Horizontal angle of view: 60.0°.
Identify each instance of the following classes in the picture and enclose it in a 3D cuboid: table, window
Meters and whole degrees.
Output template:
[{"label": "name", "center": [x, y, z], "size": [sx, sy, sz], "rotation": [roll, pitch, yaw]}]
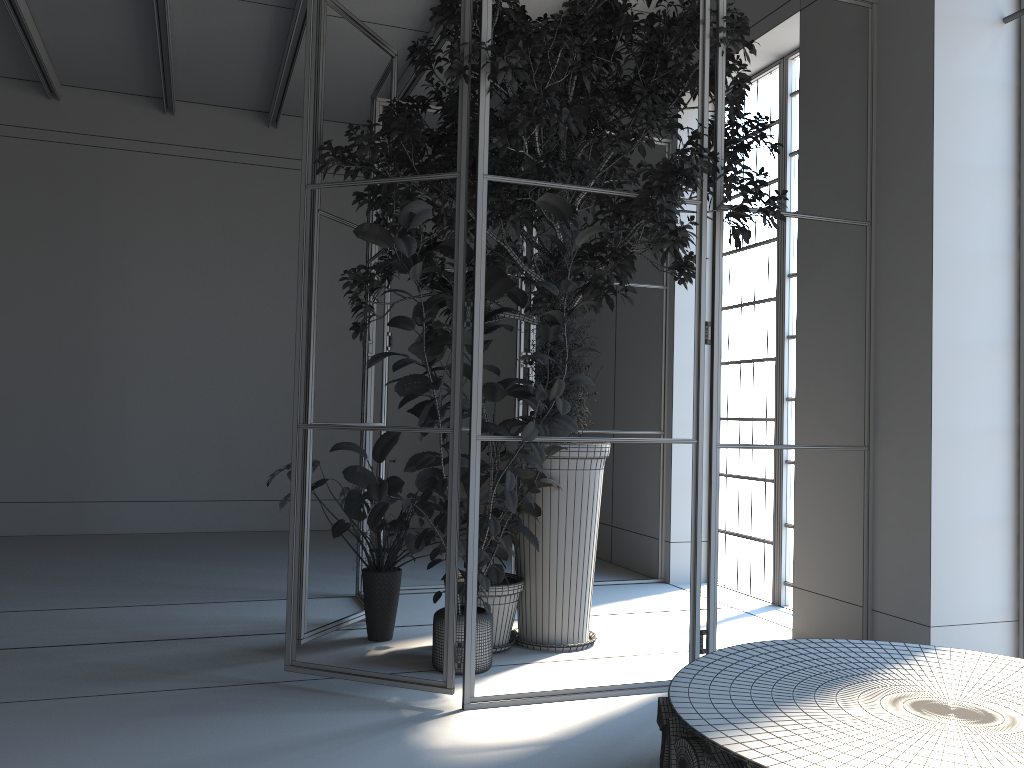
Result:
[{"label": "table", "center": [1.329, 1.169, 2.675], "size": [1.709, 0.387, 1.708], "rotation": [3, -2, -28]}, {"label": "window", "center": [3.214, -0.478, 2.288], "size": [0.070, 3.834, 9.755], "rotation": [2, -2, -20]}]

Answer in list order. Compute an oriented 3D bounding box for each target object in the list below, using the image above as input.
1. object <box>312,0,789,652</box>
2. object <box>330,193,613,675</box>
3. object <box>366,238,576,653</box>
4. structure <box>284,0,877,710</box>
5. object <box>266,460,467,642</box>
[{"label": "object", "center": [0.215, -0.658, 4.745], "size": [2.486, 4.154, 2.243], "rotation": [-1, -3, 42]}, {"label": "object", "center": [-0.212, 0.300, 4.180], "size": [1.253, 2.183, 1.309], "rotation": [2, -2, -9]}, {"label": "object", "center": [-0.241, 0.315, 4.836], "size": [1.270, 2.157, 0.868], "rotation": [1, -2, 11]}, {"label": "structure", "center": [0.198, -0.256, 5.187], "size": [2.994, 3.454, 2.452], "rotation": [2, -2, -20]}, {"label": "object", "center": [-0.742, 0.900, 4.782], "size": [1.125, 1.001, 0.920], "rotation": [2, -2, -22]}]
